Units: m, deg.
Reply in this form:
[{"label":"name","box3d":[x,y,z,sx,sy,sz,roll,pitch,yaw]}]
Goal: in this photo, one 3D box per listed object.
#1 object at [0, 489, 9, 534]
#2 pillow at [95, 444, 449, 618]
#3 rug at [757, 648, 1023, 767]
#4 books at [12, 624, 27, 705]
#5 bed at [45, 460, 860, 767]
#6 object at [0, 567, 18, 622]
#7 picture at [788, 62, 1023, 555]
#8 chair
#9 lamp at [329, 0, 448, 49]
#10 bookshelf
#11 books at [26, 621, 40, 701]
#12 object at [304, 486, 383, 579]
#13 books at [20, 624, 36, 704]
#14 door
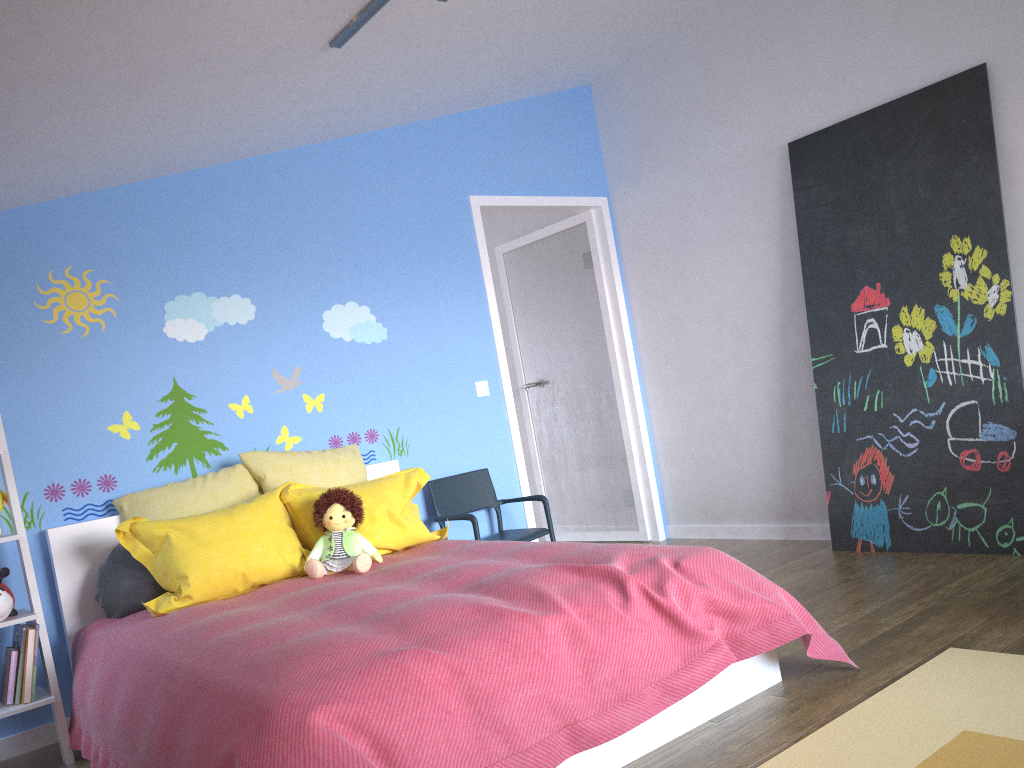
[{"label":"object","box3d":[-1.902,0.416,3.075,0.154,0.281,0.370,-10,0,25]},{"label":"pillow","box3d":[-0.955,0.521,3.560,1.339,0.532,0.682,-9,-1,-36]},{"label":"rug","box3d":[0.829,0.856,1.543,2.190,0.006,1.206,-9,-2,-37]},{"label":"books","box3d":[-1.757,0.987,3.140,0.077,0.254,0.210,-11,1,-38]},{"label":"bed","box3d":[-0.419,0.714,2.954,1.917,0.812,2.328,-9,-2,-37]},{"label":"object","box3d":[-1.873,0.749,3.072,0.252,0.183,0.323,-10,-1,-31]},{"label":"picture","box3d":[1.755,-0.250,3.975,0.206,2.021,0.962,-11,1,-38]},{"label":"chair","box3d":[-0.103,0.770,4.399,0.510,0.675,0.418,-10,1,-41]},{"label":"lamp","box3d":[-0.212,-1.154,2.465,0.123,0.144,1.210,-10,-1,-34]},{"label":"bookshelf","box3d":[-1.943,0.456,3.093,0.389,1.853,0.382,-11,2,-38]},{"label":"books","box3d":[-1.089,4.227,5.822,0.360,6.714,5.387,-10,0,3]},{"label":"object","box3d":[-0.647,0.555,3.285,0.286,0.342,0.251,-10,0,-3]},{"label":"books","box3d":[-1.716,0.982,3.120,0.079,0.248,0.198,-11,1,-38]},{"label":"door","box3d":[0.060,0.035,5.510,1.028,2.131,1.002,-11,1,-38]}]
